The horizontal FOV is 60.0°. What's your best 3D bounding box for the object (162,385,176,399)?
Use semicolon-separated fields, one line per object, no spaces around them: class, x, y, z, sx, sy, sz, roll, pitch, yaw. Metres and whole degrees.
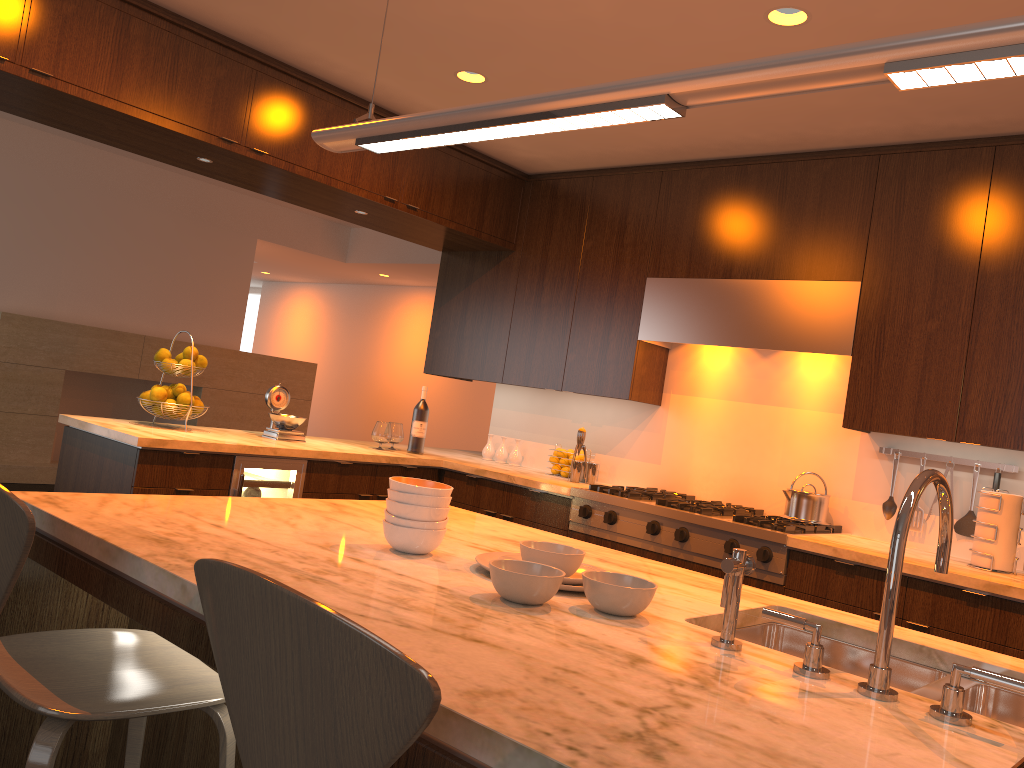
object;-1.591;0.045;4.089;0.077;0.075;0.077;8;-1;15

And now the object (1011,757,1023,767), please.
object;0.770;0.363;0.805;0.497;0.231;0.503;7;-2;42

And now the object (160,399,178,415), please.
object;-1.567;0.105;4.053;0.078;0.076;0.078;8;-2;29

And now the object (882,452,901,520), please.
object;1.636;0.438;3.811;0.061;0.296;0.020;7;-2;40

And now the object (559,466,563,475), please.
object;0.259;0.474;4.873;0.061;0.053;0.053;8;-2;27

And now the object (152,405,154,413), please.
object;-1.659;0.115;4.155;0.056;0.053;0.057;9;-1;2

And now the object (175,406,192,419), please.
object;-1.526;0.125;4.122;0.078;0.075;0.078;8;-2;20

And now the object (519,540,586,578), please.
object;0.079;0.365;1.824;0.138;0.059;0.139;9;-2;-23

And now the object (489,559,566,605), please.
object;0.023;0.356;1.579;0.138;0.059;0.139;9;-2;-23

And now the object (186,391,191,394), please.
object;-1.527;0.069;4.163;0.070;0.072;0.071;8;-1;6

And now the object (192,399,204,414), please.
object;-1.500;0.108;4.212;0.073;0.072;0.071;9;-1;-4

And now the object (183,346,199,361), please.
object;-1.497;-0.141;4.133;0.068;0.072;0.071;9;-1;-2

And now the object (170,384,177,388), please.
object;-1.576;0.025;4.153;0.063;0.059;0.061;9;-1;-15

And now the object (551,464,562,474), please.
object;0.241;0.464;4.819;0.060;0.057;0.052;9;-1;-13

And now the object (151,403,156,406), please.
object;-1.696;0.080;4.204;0.057;0.055;0.057;8;-1;13

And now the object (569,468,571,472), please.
object;0.334;0.455;4.748;0.061;0.054;0.052;10;-2;-38

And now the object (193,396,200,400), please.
object;-1.524;0.085;4.260;0.055;0.057;0.056;9;-1;-3

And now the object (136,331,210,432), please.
object;-1.568;-0.023;4.153;0.324;0.461;0.324;9;-1;1

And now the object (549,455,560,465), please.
object;0.233;0.415;4.833;0.063;0.051;0.053;7;-2;44

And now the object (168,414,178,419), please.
object;-1.589;0.133;4.159;0.062;0.062;0.062;9;-1;-4

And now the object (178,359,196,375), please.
object;-1.509;-0.080;4.116;0.078;0.077;0.077;9;-2;-31

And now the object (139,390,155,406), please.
object;-1.667;0.064;4.068;0.077;0.077;0.077;10;-2;-37

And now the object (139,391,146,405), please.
object;-1.703;0.069;4.141;0.068;0.069;0.065;8;-2;19

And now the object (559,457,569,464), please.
object;0.285;0.422;4.856;0.064;0.053;0.051;9;-1;-12

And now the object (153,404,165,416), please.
object;-1.624;0.114;4.100;0.063;0.069;0.070;8;-1;4

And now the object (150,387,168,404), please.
object;-1.601;0.052;4.021;0.068;0.077;0.079;8;-1;18

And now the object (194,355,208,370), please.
object;-1.469;-0.100;4.171;0.071;0.074;0.070;9;-2;-27

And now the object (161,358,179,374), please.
object;-1.590;-0.083;4.122;0.078;0.072;0.077;8;-1;8

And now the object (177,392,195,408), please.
object;-1.496;0.075;4.065;0.077;0.074;0.078;10;-2;-33

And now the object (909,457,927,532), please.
object;1.716;0.464;3.742;0.066;0.314;0.004;7;-2;42

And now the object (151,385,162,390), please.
object;-1.650;0.038;4.136;0.067;0.071;0.069;9;-1;-13

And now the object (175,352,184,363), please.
object;-1.550;-0.120;4.168;0.061;0.063;0.062;9;-2;-24

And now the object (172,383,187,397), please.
object;-1.533;0.028;4.087;0.060;0.063;0.062;10;-2;-41

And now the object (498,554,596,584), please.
object;0.076;0.386;1.823;0.216;0.025;0.217;9;-2;-31

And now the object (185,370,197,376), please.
object;-1.526;-0.072;4.191;0.071;0.072;0.071;9;-1;-17

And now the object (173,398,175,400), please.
object;-1.612;0.072;4.162;0.062;0.063;0.058;7;-2;38

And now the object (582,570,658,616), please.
object;0.190;0.382;1.602;0.138;0.059;0.139;9;-2;-23

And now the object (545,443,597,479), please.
object;0.324;0.426;4.842;0.207;0.175;0.189;7;-2;40

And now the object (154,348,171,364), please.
object;-1.637;-0.129;4.157;0.075;0.079;0.077;10;-2;-39

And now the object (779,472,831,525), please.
object;1.316;0.499;3.942;0.221;0.218;0.221;8;-2;26

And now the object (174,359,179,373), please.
object;-1.599;-0.084;4.194;0.070;0.068;0.062;9;-1;2

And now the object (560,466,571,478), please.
object;0.293;0.477;4.790;0.064;0.063;0.074;8;-1;5

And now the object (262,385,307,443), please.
object;-1.146;0.148;4.494;0.231;0.266;0.191;7;-2;45

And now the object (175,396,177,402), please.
object;-1.586;0.067;4.208;0.072;0.068;0.071;10;-2;-41
